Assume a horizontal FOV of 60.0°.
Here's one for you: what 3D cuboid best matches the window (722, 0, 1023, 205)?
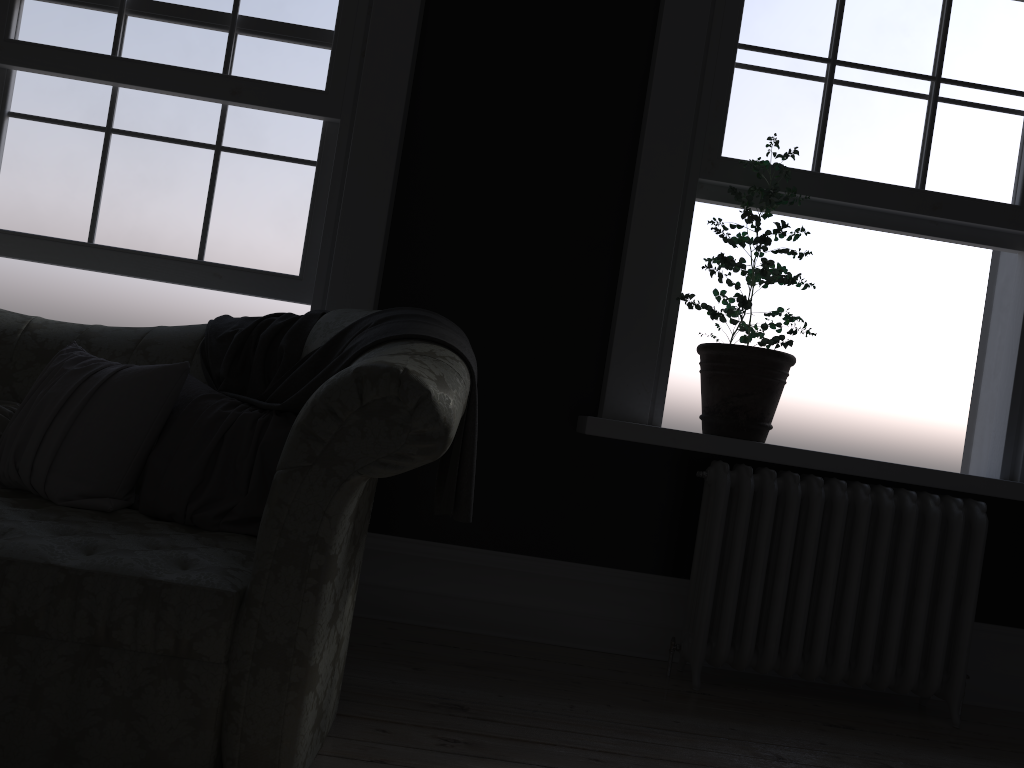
[{"bbox_3d":[1.481,-1.214,3.556,1.263,1.016,0.056,9,-1,-2],"label":"window"}]

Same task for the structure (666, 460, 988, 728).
[{"bbox_3d":[1.190,0.777,3.314,1.141,0.848,0.276,9,-1,-2],"label":"structure"}]

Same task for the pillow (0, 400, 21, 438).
[{"bbox_3d":[-2.017,0.009,2.472,1.105,0.416,0.529,9,-2,-2],"label":"pillow"}]

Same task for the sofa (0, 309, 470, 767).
[{"bbox_3d":[-1.557,0.172,2.558,2.813,1.160,1.606,9,-2,-1],"label":"sofa"}]

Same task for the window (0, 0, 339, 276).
[{"bbox_3d":[-1.308,-1.314,3.452,1.263,1.671,0.056,9,-1,-2],"label":"window"}]

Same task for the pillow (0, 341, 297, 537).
[{"bbox_3d":[-1.027,0.141,2.530,0.963,0.461,0.405,9,-1,6],"label":"pillow"}]

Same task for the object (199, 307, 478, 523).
[{"bbox_3d":[-0.567,0.038,2.698,0.518,0.585,1.365,10,-2,-43],"label":"object"}]

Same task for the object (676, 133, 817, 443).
[{"bbox_3d":[0.920,-0.354,3.379,0.473,1.133,0.506,8,-1,38],"label":"object"}]
